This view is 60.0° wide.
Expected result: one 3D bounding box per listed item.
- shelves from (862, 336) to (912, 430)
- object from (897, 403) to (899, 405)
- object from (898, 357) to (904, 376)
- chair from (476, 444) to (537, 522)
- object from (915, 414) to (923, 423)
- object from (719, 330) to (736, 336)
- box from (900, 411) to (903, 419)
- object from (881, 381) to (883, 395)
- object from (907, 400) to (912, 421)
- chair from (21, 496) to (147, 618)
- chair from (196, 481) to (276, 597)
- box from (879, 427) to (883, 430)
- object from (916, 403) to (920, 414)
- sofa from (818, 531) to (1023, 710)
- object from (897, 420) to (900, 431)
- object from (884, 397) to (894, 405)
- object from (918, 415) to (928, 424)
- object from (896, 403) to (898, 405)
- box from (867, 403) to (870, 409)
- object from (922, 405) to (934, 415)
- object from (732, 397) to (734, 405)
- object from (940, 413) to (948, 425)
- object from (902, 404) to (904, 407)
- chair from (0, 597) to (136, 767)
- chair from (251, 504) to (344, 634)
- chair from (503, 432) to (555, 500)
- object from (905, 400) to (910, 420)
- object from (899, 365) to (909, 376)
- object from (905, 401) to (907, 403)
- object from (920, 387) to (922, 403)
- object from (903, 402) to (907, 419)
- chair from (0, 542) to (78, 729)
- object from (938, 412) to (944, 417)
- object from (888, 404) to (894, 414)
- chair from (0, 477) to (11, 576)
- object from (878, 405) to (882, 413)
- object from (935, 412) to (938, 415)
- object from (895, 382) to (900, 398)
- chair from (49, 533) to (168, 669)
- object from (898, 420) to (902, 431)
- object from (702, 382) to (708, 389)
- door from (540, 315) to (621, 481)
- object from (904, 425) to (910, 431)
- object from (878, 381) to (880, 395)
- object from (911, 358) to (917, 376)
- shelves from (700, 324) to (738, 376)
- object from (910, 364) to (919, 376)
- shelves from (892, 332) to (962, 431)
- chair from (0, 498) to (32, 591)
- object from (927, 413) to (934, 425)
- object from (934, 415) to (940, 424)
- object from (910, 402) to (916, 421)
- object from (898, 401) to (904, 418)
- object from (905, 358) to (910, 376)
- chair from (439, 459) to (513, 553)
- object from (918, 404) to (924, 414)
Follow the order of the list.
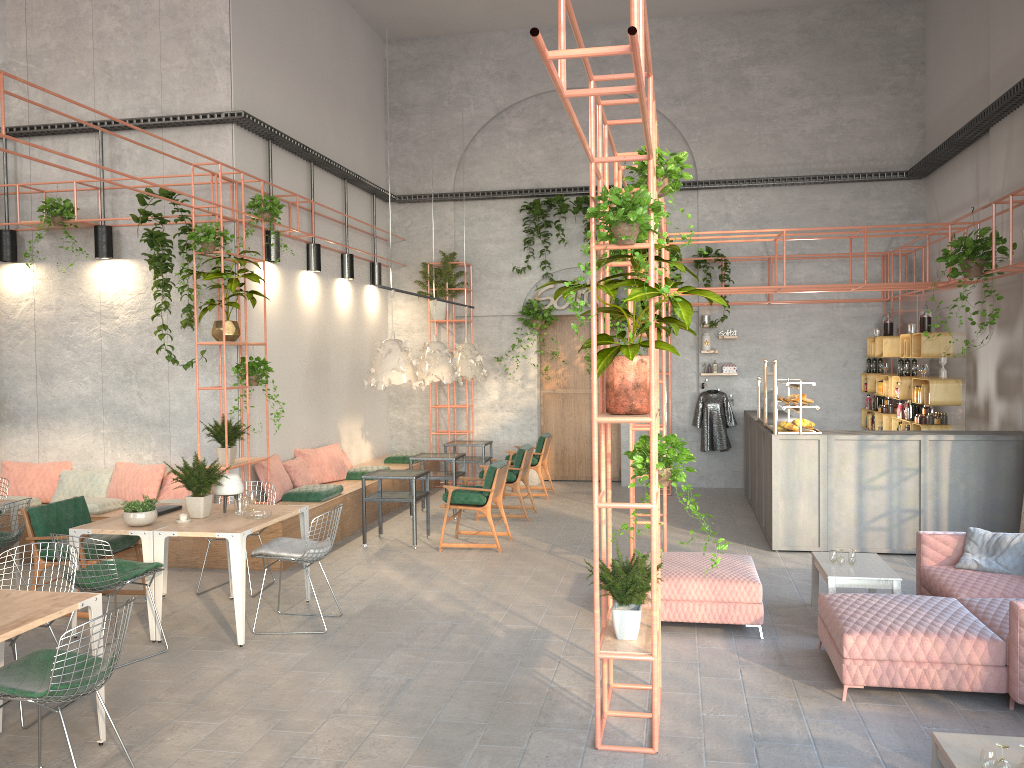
[{"bbox_3d":[5.238,0.256,12.395,0.328,1.838,1.750,0,2,11],"label":"shelves"},{"bbox_3d":[5.280,0.327,12.072,0.073,0.131,0.073,1,2,42],"label":"object"},{"bbox_3d":[4.899,-0.244,11.171,0.066,0.291,0.066,-1,2,-20],"label":"object"},{"bbox_3d":[-0.064,1.269,11.559,0.685,0.930,0.722,0,2,11],"label":"chair"},{"bbox_3d":[4.739,0.402,10.294,0.115,0.107,0.115,0,2,8],"label":"object"},{"bbox_3d":[3.317,-0.787,13.639,0.263,0.101,0.013,0,2,11],"label":"object"},{"bbox_3d":[4.860,0.384,11.017,0.058,0.093,0.122,0,2,11],"label":"box"},{"bbox_3d":[5.051,0.058,12.053,0.069,0.191,0.069,-2,2,-44],"label":"object"},{"bbox_3d":[4.807,0.318,10.689,0.082,0.246,0.082,1,2,43],"label":"object"},{"bbox_3d":[-3.560,1.438,7.410,0.685,0.917,0.722,0,2,11],"label":"chair"},{"bbox_3d":[-2.498,1.399,8.070,0.565,0.941,0.717,0,2,12],"label":"chair"},{"bbox_3d":[5.099,0.633,12.183,0.084,0.081,0.146,-1,2,7],"label":"box"},{"bbox_3d":[4.894,0.297,10.677,0.074,0.287,0.072,1,2,43],"label":"object"},{"bbox_3d":[3.108,1.531,6.066,1.960,0.672,2.219,0,2,11],"label":"sofa"},{"bbox_3d":[4.946,0.584,11.318,0.066,0.237,0.066,1,2,43],"label":"object"},{"bbox_3d":[5.145,0.235,12.098,0.115,0.107,0.115,1,2,37],"label":"object"},{"bbox_3d":[4.716,0.406,10.166,0.115,0.107,0.115,-1,2,-23],"label":"object"},{"bbox_3d":[5.299,0.323,12.175,0.073,0.131,0.073,0,2,27],"label":"object"},{"bbox_3d":[5.215,0.320,12.902,0.058,0.093,0.122,0,2,11],"label":"box"},{"bbox_3d":[4.790,0.299,10.213,0.115,0.107,0.115,-1,2,-23],"label":"object"},{"bbox_3d":[3.407,0.266,13.711,0.070,0.146,0.033,-1,2,-18],"label":"object"},{"bbox_3d":[4.900,0.395,10.056,0.073,0.131,0.073,-1,2,4],"label":"object"},{"bbox_3d":[5.255,0.331,11.942,0.073,0.131,0.073,0,2,34],"label":"object"},{"bbox_3d":[-2.180,1.516,4.239,0.717,0.941,0.565,-1,2,7],"label":"chair"},{"bbox_3d":[-1.683,1.423,6.976,0.717,0.941,0.565,-1,2,7],"label":"chair"},{"bbox_3d":[0.256,1.211,13.261,0.685,0.930,0.722,0,2,11],"label":"chair"},{"bbox_3d":[4.830,0.314,10.787,0.072,0.248,0.094,0,2,11],"label":"object"},{"bbox_3d":[4.895,-0.169,11.065,0.115,0.147,0.115,0,2,19],"label":"object"},{"bbox_3d":[4.951,0.322,11.117,0.070,0.209,0.070,-2,2,-31],"label":"object"},{"bbox_3d":[4.679,0.125,10.078,0.069,0.191,0.069,0,2,28],"label":"object"},{"bbox_3d":[4.845,0.326,10.895,0.073,0.219,0.105,0,2,17],"label":"object"},{"bbox_3d":[-2.996,1.492,5.332,0.565,0.941,0.717,0,2,12],"label":"chair"},{"bbox_3d":[4.925,0.391,10.186,0.073,0.131,0.073,-1,2,-18],"label":"object"},{"bbox_3d":[5.113,0.333,11.963,0.073,0.131,0.073,-1,2,3],"label":"object"},{"bbox_3d":[-5.273,1.418,8.593,0.565,0.941,0.717,0,2,12],"label":"chair"},{"bbox_3d":[5.094,0.338,12.179,0.115,0.107,0.115,-1,2,-22],"label":"object"},{"bbox_3d":[4.944,0.387,10.289,0.073,0.131,0.073,-1,2,-3],"label":"object"},{"bbox_3d":[4.923,0.078,11.221,0.131,0.207,0.131,-2,2,-34],"label":"object"},{"bbox_3d":[-2.834,1.461,6.245,0.565,0.941,0.717,0,2,27],"label":"chair"},{"bbox_3d":[4.930,0.583,11.236,0.074,0.243,0.072,1,2,43],"label":"object"},{"bbox_3d":[2.992,0.016,13.773,0.093,0.121,0.049,0,2,13],"label":"object"},{"bbox_3d":[1.175,0.223,14.898,1.360,2.729,0.551,0,2,11],"label":"door"},{"bbox_3d":[4.837,0.610,10.808,0.094,0.219,0.094,1,2,43],"label":"object"},{"bbox_3d":[5.081,0.053,12.213,0.069,0.191,0.069,-2,2,-37],"label":"object"},{"bbox_3d":[5.055,-0.245,11.140,0.066,0.291,0.066,-2,2,-40],"label":"object"},{"bbox_3d":[3.186,-0.525,13.652,0.560,0.790,0.186,0,2,11],"label":"shelves"},{"bbox_3d":[5.024,-0.170,11.041,0.115,0.147,0.115,0,2,19],"label":"object"},{"bbox_3d":[4.883,0.320,10.510,0.328,1.838,1.750,0,2,11],"label":"shelves"},{"bbox_3d":[-4.457,1.442,7.499,0.717,0.941,0.565,-1,2,7],"label":"chair"},{"bbox_3d":[4.758,0.397,10.077,0.073,0.131,0.073,-1,2,3],"label":"object"},{"bbox_3d":[4.838,0.405,10.143,0.115,0.107,0.115,0,2,17],"label":"object"},{"bbox_3d":[4.797,0.298,10.606,0.066,0.291,0.066,-1,2,-5],"label":"object"},{"bbox_3d":[4.879,0.322,11.132,0.070,0.209,0.070,-2,2,-29],"label":"object"},{"bbox_3d":[4.975,-0.245,11.157,0.066,0.291,0.066,0,2,17],"label":"object"},{"bbox_3d":[-0.392,1.328,9.820,0.685,0.929,0.722,0,2,11],"label":"chair"},{"bbox_3d":[4.886,0.303,10.595,0.065,0.280,0.065,-2,2,-36],"label":"object"}]
